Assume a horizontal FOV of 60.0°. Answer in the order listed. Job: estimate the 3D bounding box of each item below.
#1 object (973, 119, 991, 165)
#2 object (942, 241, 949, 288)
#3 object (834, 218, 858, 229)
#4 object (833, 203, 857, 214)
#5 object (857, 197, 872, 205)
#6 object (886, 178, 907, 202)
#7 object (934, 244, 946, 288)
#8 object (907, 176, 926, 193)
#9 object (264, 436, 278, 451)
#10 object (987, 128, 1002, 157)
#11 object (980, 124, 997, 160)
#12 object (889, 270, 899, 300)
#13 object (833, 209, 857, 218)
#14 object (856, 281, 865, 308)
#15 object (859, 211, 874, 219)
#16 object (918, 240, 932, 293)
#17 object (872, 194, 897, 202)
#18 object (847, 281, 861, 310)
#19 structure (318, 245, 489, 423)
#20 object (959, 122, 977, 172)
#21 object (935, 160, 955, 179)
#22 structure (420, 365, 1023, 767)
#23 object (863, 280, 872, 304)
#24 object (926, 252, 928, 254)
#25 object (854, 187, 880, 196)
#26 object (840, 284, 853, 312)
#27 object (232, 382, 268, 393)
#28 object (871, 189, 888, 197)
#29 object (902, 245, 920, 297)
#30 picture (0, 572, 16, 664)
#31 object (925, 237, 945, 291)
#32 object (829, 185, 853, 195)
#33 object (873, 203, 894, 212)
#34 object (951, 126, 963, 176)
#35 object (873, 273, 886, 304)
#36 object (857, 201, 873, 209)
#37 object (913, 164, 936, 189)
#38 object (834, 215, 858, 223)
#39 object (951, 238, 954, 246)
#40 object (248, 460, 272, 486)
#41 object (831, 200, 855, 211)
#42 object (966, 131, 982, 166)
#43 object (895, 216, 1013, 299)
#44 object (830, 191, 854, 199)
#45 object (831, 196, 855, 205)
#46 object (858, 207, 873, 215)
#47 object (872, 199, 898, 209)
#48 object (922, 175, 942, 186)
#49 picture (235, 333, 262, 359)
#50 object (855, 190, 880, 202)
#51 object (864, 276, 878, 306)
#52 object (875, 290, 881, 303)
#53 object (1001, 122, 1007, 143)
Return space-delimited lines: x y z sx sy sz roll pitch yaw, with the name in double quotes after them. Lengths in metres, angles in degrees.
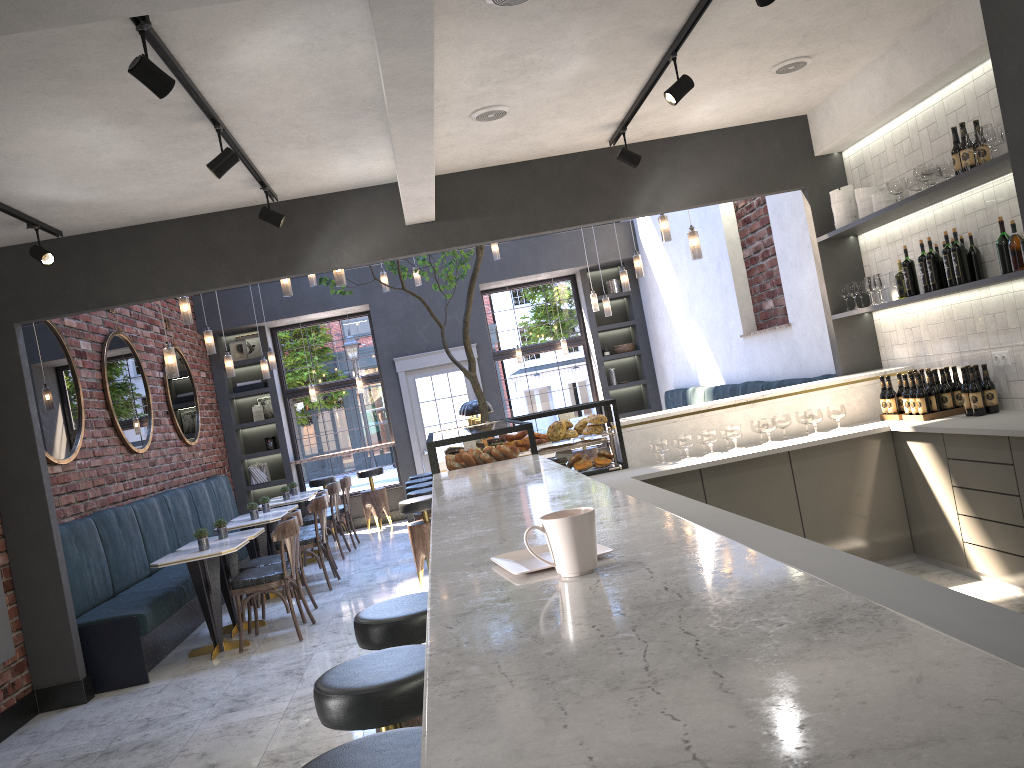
2.448 -1.241 4.633 0.069 0.279 0.069 -11 0 17 "object"
2.536 -0.692 5.153 0.065 0.280 0.065 -11 0 38 "object"
2.268 -1.073 6.004 0.153 0.055 0.153 -10 -1 -43 "object"
2.251 -1.170 6.001 0.153 0.075 0.153 -10 -1 -38 "object"
2.331 -1.187 5.787 0.153 0.075 0.153 -10 -1 -38 "object"
2.289 -1.137 5.262 0.114 0.147 0.114 -11 0 0 "object"
2.528 -0.690 5.236 0.065 0.280 0.065 -11 0 38 "object"
2.417 -1.161 5.274 0.114 0.147 0.114 -11 0 0 "object"
-3.313 0.818 12.196 0.152 0.181 0.152 -11 0 33 "object"
2.454 -1.200 4.503 0.070 0.188 0.070 -11 0 9 "object"
2.357 -1.183 4.375 0.070 0.188 0.070 -11 0 -14 "object"
2.456 -0.628 5.663 0.070 0.188 0.070 -11 0 9 "object"
2.259 -1.138 6.001 0.153 0.062 0.153 -11 -1 24 "object"
2.415 -0.614 6.134 0.070 0.188 0.070 -11 0 -14 "object"
2.348 -1.091 5.791 0.153 0.055 0.153 -10 -1 -43 "object"
2.437 -0.692 5.223 0.072 0.319 0.072 -11 0 -21 "object"
2.356 -1.162 5.595 0.153 0.062 0.153 -11 -1 24 "object"
2.318 -0.597 6.006 0.070 0.188 0.070 -11 0 -14 "object"
-0.569 -1.363 7.933 3.747 5.988 2.804 -11 0 38 "structure"
2.374 -1.227 4.628 0.069 0.279 0.069 -10 0 -43 "object"
2.443 -1.170 4.973 0.114 0.147 0.114 -11 0 0 "object"
1.380 0.589 3.204 3.205 1.300 5.807 -11 -1 -5 "structure"
2.425 -0.618 6.016 0.070 0.188 0.070 -11 0 -14 "object"
2.514 -0.669 5.312 0.082 0.246 0.082 -11 0 22 "object"
2.319 -1.251 5.784 0.154 0.076 0.153 -11 -1 16 "object"
2.308 -0.594 6.124 0.070 0.188 0.070 -11 0 -14 "object"
-3.597 0.053 12.195 0.412 0.084 0.286 -11 -1 -5 "object"
2.348 -1.193 5.594 0.153 0.075 0.153 -10 -1 -38 "object"
2.422 -0.687 5.403 0.072 0.319 0.072 -11 0 -21 "object"
-3.152 0.646 4.086 0.033 2.027 2.822 -11 -1 -5 "picture"
2.445 -0.694 5.139 0.072 0.319 0.072 -11 0 -21 "object"
2.226 -1.294 5.994 0.153 0.070 0.153 -11 -1 41 "object"
2.365 -1.097 5.598 0.153 0.055 0.153 -10 -1 -43 "object"
2.368 -1.225 4.701 0.070 0.279 0.069 -11 0 2 "object"
2.348 -0.608 5.654 0.070 0.188 0.070 -11 0 9 "object"
2.339 -1.156 5.788 0.153 0.062 0.153 -11 -1 24 "object"
2.315 -1.145 4.961 0.114 0.147 0.114 -11 0 0 "object"
2.264 -1.109 6.002 0.153 0.074 0.154 -11 -1 -2 "object"
2.543 -0.695 5.069 0.065 0.280 0.065 -11 0 38 "object"
-3.477 1.209 12.189 0.250 0.323 0.241 -11 0 -5 "object"
2.244 -1.198 6.000 0.153 0.060 0.153 -10 -1 -23 "object"
2.347 -1.180 4.493 0.070 0.188 0.070 -11 0 9 "object"
2.449 -0.685 4.978 0.082 0.294 1.100 -11 -1 -4 "object"
2.235 -1.263 5.996 0.153 0.067 0.153 -11 -1 41 "object"
2.239 -1.233 5.997 0.154 0.076 0.153 -11 -1 16 "object"
2.344 -1.126 5.789 0.153 0.074 0.154 -11 -1 -2 "object"
2.361 -1.132 5.596 0.153 0.074 0.154 -11 -1 -2 "object"
2.430 -1.165 5.123 0.114 0.147 0.114 -11 0 0 "object"
-3.653 -0.509 12.397 0.361 0.369 0.055 -11 0 -5 "picture"
2.324 -1.216 5.786 0.153 0.060 0.153 -10 -1 -23 "object"
2.338 -0.604 5.771 0.070 0.188 0.070 -11 0 -14 "object"
2.436 -0.621 5.898 0.070 0.188 0.070 -11 0 -14 "object"
2.464 -1.204 4.385 0.070 0.188 0.070 -11 0 -14 "object"
